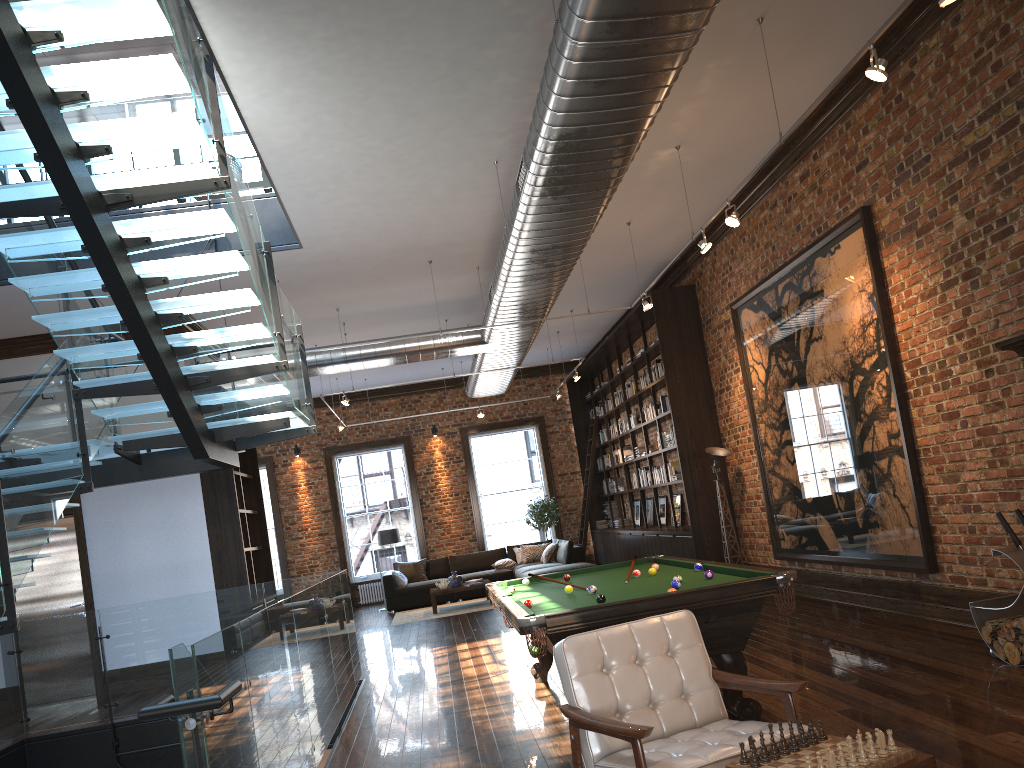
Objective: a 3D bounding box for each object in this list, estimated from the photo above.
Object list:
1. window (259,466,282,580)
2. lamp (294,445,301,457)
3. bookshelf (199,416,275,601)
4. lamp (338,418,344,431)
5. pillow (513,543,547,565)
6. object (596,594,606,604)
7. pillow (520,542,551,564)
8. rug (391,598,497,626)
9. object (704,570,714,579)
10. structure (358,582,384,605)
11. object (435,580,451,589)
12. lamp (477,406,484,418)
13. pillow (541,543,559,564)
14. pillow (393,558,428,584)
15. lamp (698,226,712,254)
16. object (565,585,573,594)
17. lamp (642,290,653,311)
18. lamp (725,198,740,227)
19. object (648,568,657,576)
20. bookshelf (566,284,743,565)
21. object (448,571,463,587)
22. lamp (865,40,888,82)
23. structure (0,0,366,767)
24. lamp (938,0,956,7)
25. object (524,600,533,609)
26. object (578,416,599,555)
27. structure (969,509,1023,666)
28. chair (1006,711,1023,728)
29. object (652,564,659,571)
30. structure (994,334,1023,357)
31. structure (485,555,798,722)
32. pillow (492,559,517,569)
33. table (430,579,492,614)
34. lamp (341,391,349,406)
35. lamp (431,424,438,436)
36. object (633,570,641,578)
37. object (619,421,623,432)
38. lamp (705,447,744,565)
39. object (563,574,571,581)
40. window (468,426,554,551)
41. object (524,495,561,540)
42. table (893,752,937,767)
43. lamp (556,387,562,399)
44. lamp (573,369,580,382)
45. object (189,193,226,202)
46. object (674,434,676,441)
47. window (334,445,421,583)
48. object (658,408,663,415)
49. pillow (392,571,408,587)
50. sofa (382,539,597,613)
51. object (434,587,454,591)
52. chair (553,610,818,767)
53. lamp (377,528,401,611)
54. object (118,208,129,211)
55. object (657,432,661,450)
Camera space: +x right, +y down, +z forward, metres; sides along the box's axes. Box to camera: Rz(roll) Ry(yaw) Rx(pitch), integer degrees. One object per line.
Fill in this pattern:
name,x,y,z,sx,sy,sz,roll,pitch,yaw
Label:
window,-5.640,3.157,18.488,1.518,2.736,0.156,-9,-4,-6
lamp,-4.445,1.381,18.328,0.126,0.235,0.156,-9,-5,-6
bookshelf,-3.602,1.918,11.732,0.400,3.495,1.797,-9,-5,-6
lamp,-3.069,0.734,15.925,0.115,0.229,0.113,-12,-5,35
pillow,0.382,3.206,16.693,0.702,0.336,0.272,-8,-5,-5
object,0.510,1.233,5.078,0.057,0.057,0.057,-9,-6,-1
pillow,0.466,3.141,16.524,0.611,0.359,0.290,-9,-5,-2
rug,-0.945,3.697,14.597,2.019,0.003,2.134,-8,-8,-6
object,1.220,1.181,5.489,0.057,0.057,0.057,-11,-6,16
structure,-2.554,4.275,18.398,1.299,0.393,0.217,-8,-5,-6
object,-1.114,3.279,14.503,0.221,0.158,0.218,-14,-8,36
lamp,-0.617,0.539,17.239,0.113,0.229,0.115,-6,-6,-37
pillow,0.680,3.076,16.075,0.313,0.353,0.635,-8,-7,-7
pillow,-1.902,3.494,16.502,0.700,0.437,0.307,-8,-5,-6
lamp,1.659,-1.241,7.626,0.113,0.229,0.115,-7,-5,-27
object,0.384,1.386,5.978,0.057,0.056,0.057,-13,-7,31
lamp,1.472,-0.908,9.677,0.114,0.229,0.114,-10,-5,8
lamp,1.720,-1.348,6.966,0.114,0.229,0.114,-11,-5,23
object,1.001,1.338,6.319,0.057,0.056,0.057,-8,-6,-6
bookshelf,2.098,1.282,15.219,0.599,3.971,7.477,-9,-7,-6
object,-0.942,3.233,14.690,0.217,0.249,0.215,-12,-6,27
lamp,1.920,-1.713,4.705,0.113,0.229,0.115,-6,-5,-32
structure,-3.018,0.860,5.240,3.571,14.404,7.100,-9,-4,-6
lamp,1.981,-1.833,4.021,0.118,0.211,0.117,-12,-6,35
object,0.100,1.350,5.433,0.057,0.057,0.057,-14,-8,41
object,1.502,2.228,17.733,0.895,3.058,0.499,-9,-4,-6
structure,3.219,1.204,5.330,0.537,0.913,0.935,-9,-6,-6
chair,1.428,1.040,2.065,0.749,0.860,0.766,-14,-8,44
object,1.075,1.376,6.651,0.057,0.057,0.057,-14,-8,39
structure,3.136,0.518,3.928,0.886,1.894,2.017,-9,-6,-6
structure,0.722,1.753,6.100,1.550,0.845,2.984,-8,-8,-6
pillow,-0.152,3.348,16.422,0.408,0.202,0.616,-8,-8,-8
table,-0.839,3.527,14.748,0.999,0.343,1.010,-8,-8,-6
lamp,-2.462,0.212,13.042,0.114,0.229,0.114,-10,-5,15
lamp,-1.627,0.976,18.614,0.126,0.235,0.156,-9,-5,-6
object,0.896,1.362,6.367,0.057,0.057,0.057,-4,-8,-41
object,1.982,0.789,16.073,0.075,0.253,0.088,-8,-4,-16
lamp,2.670,1.659,10.894,0.425,1.816,0.509,-9,-4,-1
object,0.433,1.527,6.986,0.057,0.056,0.057,-14,-8,42
window,-0.014,2.349,19.060,1.518,2.736,0.156,-9,-4,-6
object,0.699,3.230,18.390,0.812,1.853,0.805,-9,-4,2
table,0.956,1.385,2.637,0.514,0.491,0.468,-5,-7,-31
lamp,0.865,0.169,16.324,0.114,0.229,0.114,-12,-5,33
lamp,1.044,-0.154,14.332,0.113,0.229,0.115,-6,-5,-30
object,-3.262,-2.083,9.913,0.541,0.764,0.523,-9,-5,4
object,2.348,0.728,12.696,0.069,0.286,0.118,-8,-4,-13
window,-2.828,2.753,18.774,1.518,2.736,0.156,-9,-4,-6
object,2.314,0.436,13.631,0.095,0.136,0.238,-7,-7,-22
pillow,-2.027,3.530,16.096,0.243,0.303,0.579,-9,-7,-6
sofa,-0.499,3.329,15.335,3.495,0.799,3.482,-8,-8,-6
object,-1.112,3.348,14.487,0.268,0.018,0.202,-12,-9,18
chair,0.670,1.360,3.417,0.765,0.860,0.750,-6,-6,-26
lamp,-2.297,3.435,16.373,0.691,1.457,0.419,-11,-4,24
object,-4.549,-1.898,9.787,0.538,0.764,0.525,-5,-6,-36
object,2.265,0.871,13.574,0.069,0.286,0.118,-8,-4,-13
